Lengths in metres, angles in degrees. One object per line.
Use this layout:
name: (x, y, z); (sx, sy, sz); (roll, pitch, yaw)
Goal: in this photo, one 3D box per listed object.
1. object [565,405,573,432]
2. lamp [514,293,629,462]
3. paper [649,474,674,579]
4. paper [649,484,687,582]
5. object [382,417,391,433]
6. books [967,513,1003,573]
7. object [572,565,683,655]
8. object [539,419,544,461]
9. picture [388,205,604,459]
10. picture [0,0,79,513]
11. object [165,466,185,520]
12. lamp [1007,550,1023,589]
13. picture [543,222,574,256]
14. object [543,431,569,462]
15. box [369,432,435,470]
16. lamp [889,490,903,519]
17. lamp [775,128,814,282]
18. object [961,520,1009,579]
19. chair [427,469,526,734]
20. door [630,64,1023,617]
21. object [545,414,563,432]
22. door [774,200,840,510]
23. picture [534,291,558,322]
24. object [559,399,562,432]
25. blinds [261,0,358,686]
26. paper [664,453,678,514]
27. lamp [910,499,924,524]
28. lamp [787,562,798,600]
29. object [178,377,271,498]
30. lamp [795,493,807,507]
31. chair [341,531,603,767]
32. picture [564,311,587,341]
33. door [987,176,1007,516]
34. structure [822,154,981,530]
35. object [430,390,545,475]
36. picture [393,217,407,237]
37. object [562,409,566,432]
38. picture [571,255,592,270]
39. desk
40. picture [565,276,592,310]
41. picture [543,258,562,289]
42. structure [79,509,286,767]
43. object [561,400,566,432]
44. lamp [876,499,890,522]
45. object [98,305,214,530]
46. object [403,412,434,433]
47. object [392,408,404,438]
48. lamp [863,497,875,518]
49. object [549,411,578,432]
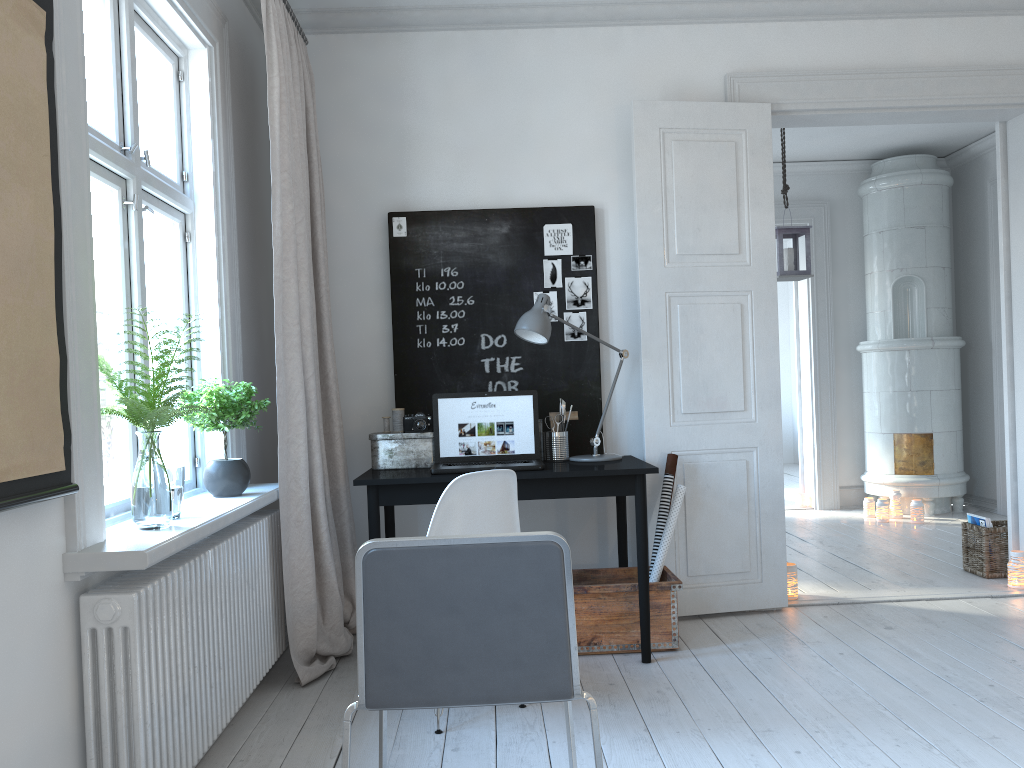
object: (0.233, 0.213, 3.879); (0.084, 0.240, 0.009); (-2, 1, -25)
lamp: (0.272, -0.024, 3.810); (0.616, 0.716, 0.230); (-2, 1, -31)
paper: (0.621, 0.727, 3.796); (0.043, 0.669, 0.266); (-1, 1, 44)
paper: (0.624, 0.744, 3.737); (0.283, 0.627, 0.041); (-2, 1, -23)
object: (-0.549, 0.178, 3.881); (0.040, 0.069, 0.040); (-2, 0, -14)
books: (2.570, 0.843, 4.717); (0.201, 0.300, 0.179); (-2, 0, -2)
object: (0.350, 0.946, 3.702); (0.664, 0.282, 0.339); (-2, 0, -2)
object: (0.102, 0.252, 3.947); (0.079, 0.188, 0.079); (-2, 1, -23)
picture: (-0.073, -0.220, 4.101); (0.953, 1.172, 0.064); (-2, 1, -2)
picture: (-0.991, -0.414, 1.567); (0.057, 1.313, 0.793); (-2, 0, -2)
object: (-0.969, 0.307, 2.494); (0.097, 0.146, 0.097); (-2, 0, 4)
lamp: (2.482, 0.911, 4.350); (0.093, 0.180, 0.093); (-2, 1, -19)
picture: (0.215, -0.669, 4.073); (0.147, 0.154, 0.004); (-2, 1, -2)
object: (0.194, 0.272, 3.878); (0.108, 0.128, 0.108); (-2, 0, 13)
box: (-0.454, 0.284, 3.844); (0.317, 0.152, 0.193); (-2, 0, -2)
lamp: (2.872, 0.900, 6.639); (0.098, 0.210, 0.098); (-2, 1, 3)
lamp: (1.727, -1.545, 5.621); (0.228, 1.762, 0.228); (-2, 1, -5)
object: (2.585, 0.875, 4.717); (0.270, 0.265, 0.224); (-2, 0, -2)
chair: (-0.217, 0.693, 3.043); (0.474, 0.824, 0.554); (-3, 1, -37)
door: (1.864, -0.219, 4.295); (2.598, 2.506, 0.577); (-2, 1, -2)
object: (0.182, 0.233, 3.888); (0.081, 0.198, 0.050); (-2, 1, 23)
door: (1.778, -0.199, 7.309); (2.598, 2.506, 0.577); (-2, 1, -2)
picture: (0.155, -0.354, 4.075); (0.107, 0.150, 0.001); (-2, 1, -2)
object: (0.213, 0.198, 3.892); (0.008, 0.267, 0.060); (-2, 1, 15)
blinds: (-0.784, -0.196, 3.593); (0.225, 2.648, 0.831); (-2, 1, -2)
paper: (0.644, 0.684, 3.867); (0.048, 0.747, 0.297); (-1, 1, 44)
lamp: (2.922, 0.919, 6.394); (0.089, 0.166, 0.089); (-2, 1, -3)
lamp: (1.341, 0.958, 4.307); (0.089, 0.166, 0.089); (-2, 1, -9)
object: (-0.990, 0.180, 3.028); (0.309, 0.407, 0.272); (-3, 1, -42)
lamp: (2.397, 0.964, 7.354); (0.093, 0.110, 0.093); (-2, 0, 15)
chair: (-0.089, 0.696, 1.996); (0.562, 0.797, 0.524); (-2, 0, -2)
picture: (0.292, -0.267, 4.080); (0.103, 0.136, 0.001); (-2, 1, -2)
door: (3.775, -0.283, 5.855); (0.306, 2.506, 1.599); (-2, 0, -2)
structure: (2.971, -0.327, 6.799); (0.800, 2.828, 1.247); (-2, 1, 43)
object: (-0.105, 0.189, 3.594); (0.445, 0.315, 0.325); (-2, 0, -2)
picture: (-0.514, -0.718, 4.054); (0.061, 0.088, 0.004); (-2, 1, -5)
object: (0.221, 0.223, 3.884); (0.009, 0.222, 0.082); (-2, 1, 28)
picture: (0.321, -0.559, 4.079); (0.095, 0.071, 0.001); (-2, 1, -2)
desk: (-0.015, 0.722, 3.689); (1.159, 0.759, 0.651); (-2, 0, -2)
picture: (0.307, -0.420, 4.079); (0.121, 0.153, 0.002); (-2, 1, -2)
picture: (0.187, -0.508, 4.075); (0.083, 0.146, 0.002); (-2, 1, -2)
structure: (-0.959, 0.753, 2.712); (0.195, 0.547, 1.505); (-2, 0, -2)
object: (0.217, 0.201, 3.893); (0.012, 0.264, 0.062); (-2, 1, 41)
lamp: (2.719, 0.927, 6.503); (0.089, 0.166, 0.089); (-2, 1, 0)
object: (-0.967, 0.096, 2.307); (0.414, 0.565, 0.305); (-2, 1, 32)
object: (-0.396, 0.162, 3.752); (0.137, 0.087, 0.073); (-2, 0, -2)
object: (-0.493, 0.171, 3.817); (0.056, 0.130, 0.167); (-2, 0, -3)
lamp: (2.714, 0.939, 6.734); (0.084, 0.146, 0.084); (-2, 0, 3)
object: (0.237, 0.228, 3.932); (0.138, 0.209, 0.034); (-2, 1, -22)
